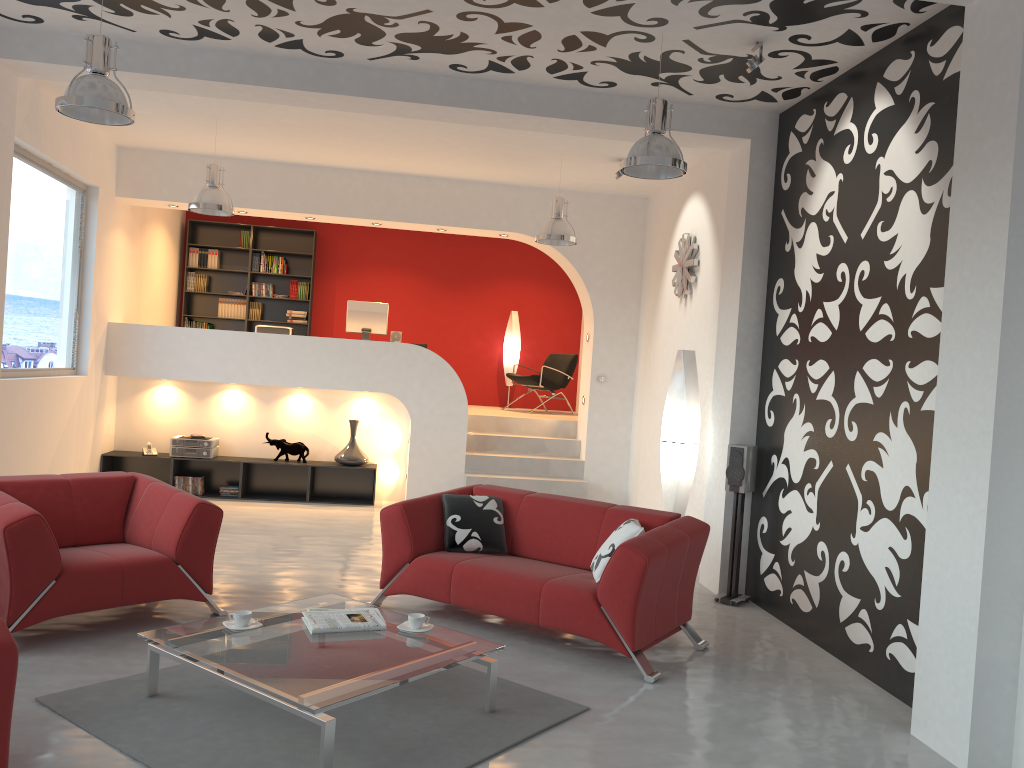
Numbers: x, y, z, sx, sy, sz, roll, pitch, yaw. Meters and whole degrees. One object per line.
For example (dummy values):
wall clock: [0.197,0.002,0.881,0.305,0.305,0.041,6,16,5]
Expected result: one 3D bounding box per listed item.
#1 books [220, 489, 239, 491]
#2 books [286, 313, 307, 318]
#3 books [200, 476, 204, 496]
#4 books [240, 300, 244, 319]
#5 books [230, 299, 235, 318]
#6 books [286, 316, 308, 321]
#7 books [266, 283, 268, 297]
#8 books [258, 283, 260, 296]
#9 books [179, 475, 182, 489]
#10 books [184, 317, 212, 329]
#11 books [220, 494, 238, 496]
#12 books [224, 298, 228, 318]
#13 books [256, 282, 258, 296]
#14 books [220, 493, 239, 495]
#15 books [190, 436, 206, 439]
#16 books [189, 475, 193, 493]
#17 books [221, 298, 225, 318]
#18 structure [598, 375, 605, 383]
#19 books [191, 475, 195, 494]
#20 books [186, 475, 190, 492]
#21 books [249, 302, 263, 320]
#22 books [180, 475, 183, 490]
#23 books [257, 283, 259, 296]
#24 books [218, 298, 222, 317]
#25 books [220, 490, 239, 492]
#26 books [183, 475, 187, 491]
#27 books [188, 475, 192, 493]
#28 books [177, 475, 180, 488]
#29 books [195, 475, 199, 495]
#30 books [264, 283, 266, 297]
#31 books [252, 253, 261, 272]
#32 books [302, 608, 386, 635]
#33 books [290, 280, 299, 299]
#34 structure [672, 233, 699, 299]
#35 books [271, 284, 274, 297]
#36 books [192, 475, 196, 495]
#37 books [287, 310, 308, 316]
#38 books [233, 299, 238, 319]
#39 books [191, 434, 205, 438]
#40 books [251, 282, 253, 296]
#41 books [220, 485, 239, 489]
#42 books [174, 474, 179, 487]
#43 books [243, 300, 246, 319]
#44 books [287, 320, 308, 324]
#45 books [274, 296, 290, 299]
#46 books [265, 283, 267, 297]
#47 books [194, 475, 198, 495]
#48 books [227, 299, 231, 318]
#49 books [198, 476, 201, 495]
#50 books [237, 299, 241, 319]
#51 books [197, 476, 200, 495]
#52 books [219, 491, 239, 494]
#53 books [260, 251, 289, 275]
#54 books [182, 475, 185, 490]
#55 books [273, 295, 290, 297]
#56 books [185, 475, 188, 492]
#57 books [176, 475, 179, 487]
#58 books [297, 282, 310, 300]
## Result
books: [-2.967,1.105,9.342,0.190,0.015,0.135,4,1,-8]
books: [-2.905,-0.919,11.975,0.260,0.040,0.200,4,1,-8]
books: [-3.237,1.061,9.260,0.031,0.190,0.135,4,1,-8]
books: [-3.607,-0.995,11.894,0.040,0.260,0.200,4,1,-8]
books: [-3.727,-1.003,11.878,0.040,0.260,0.200,4,1,-8]
books: [-2.903,-0.879,11.977,0.260,0.040,0.200,4,1,-8]
books: [-3.290,-1.256,11.951,0.031,0.190,0.135,4,1,-8]
books: [-3.394,-1.263,11.937,0.031,0.190,0.135,4,1,-8]
books: [-3.444,1.047,9.232,0.031,0.190,0.135,4,1,-8]
books: [-4.172,-0.728,11.813,0.341,0.286,0.231,4,1,-8]
books: [-2.970,1.165,9.350,0.190,0.015,0.135,4,1,-13]
books: [-3.807,-1.009,11.867,0.040,0.260,0.200,4,1,-8]
books: [-3.424,-1.265,11.933,0.031,0.190,0.135,4,1,-8]
books: [-2.963,1.151,9.350,0.190,0.015,0.135,4,1,-8]
books: [-3.289,0.563,9.286,0.135,0.015,0.190,3,1,-28]
books: [-3.340,1.054,9.246,0.031,0.190,0.135,4,1,-8]
books: [-3.847,-1.011,11.861,0.040,0.260,0.200,4,1,-8]
structure: [0.972,-0.054,9.631,0.080,0.080,0.016,4,1,-8]
books: [-3.326,1.055,9.248,0.031,0.190,0.135,4,1,-8]
books: [-3.370,1.052,9.242,0.031,0.190,0.135,4,1,-8]
books: [-3.444,-0.975,11.929,0.146,0.240,0.170,4,1,-8]
books: [-3.429,1.048,9.234,0.031,0.190,0.135,4,1,-8]
books: [-3.409,-1.264,11.935,0.031,0.190,0.135,4,1,-8]
books: [-3.887,-1.014,11.856,0.040,0.260,0.200,4,1,-8]
books: [-2.965,1.120,9.349,0.190,0.015,0.135,4,1,-8]
books: [-3.400,1.050,9.238,0.031,0.190,0.135,4,1,-8]
books: [-3.355,1.053,9.244,0.031,0.190,0.135,4,1,-8]
books: [-3.459,1.046,9.230,0.031,0.190,0.135,4,1,-8]
books: [-3.281,1.058,9.254,0.031,0.190,0.135,4,1,-8]
books: [-3.320,-1.258,11.947,0.031,0.190,0.135,4,1,-8]
books: [-3.429,-1.616,11.916,0.090,0.256,0.181,4,1,-8]
books: [-0.788,1.103,4.145,0.367,0.035,0.345,4,1,-18]
books: [-2.943,-1.266,11.990,0.090,0.256,0.181,4,1,-8]
structure: [1.580,-1.089,8.166,0.090,0.596,0.596,4,1,-8]
books: [-3.231,-1.253,11.959,0.031,0.190,0.135,4,1,-8]
books: [-3.311,1.056,9.250,0.031,0.190,0.135,4,1,-8]
books: [-2.891,-0.958,11.967,0.260,0.040,0.200,4,1,-8]
books: [-3.687,-1.001,11.883,0.040,0.260,0.200,4,1,-8]
books: [-3.293,0.547,9.295,0.135,0.015,0.190,4,1,-23]
books: [-3.483,-1.269,11.925,0.031,0.190,0.135,4,1,-8]
books: [-2.977,1.090,9.347,0.190,0.015,0.135,4,1,-13]
books: [-3.489,1.044,9.226,0.031,0.190,0.135,4,1,-8]
books: [-3.567,-0.993,11.900,0.040,0.260,0.200,4,1,-8]
books: [-2.888,-0.838,11.984,0.260,0.040,0.200,4,1,-6]
books: [-3.104,-1.171,11.979,0.190,0.015,0.135,4,1,-8]
books: [-3.305,-1.257,11.949,0.031,0.190,0.135,4,1,-8]
books: [-3.296,1.057,9.252,0.031,0.190,0.135,4,1,-8]
books: [-3.767,-1.006,11.872,0.040,0.260,0.200,4,1,-8]
books: [-3.251,1.060,9.258,0.031,0.190,0.135,4,1,-8]
books: [-3.647,-0.998,11.889,0.040,0.260,0.200,4,1,-8]
books: [-3.266,1.059,9.256,0.031,0.190,0.135,4,1,-8]
books: [-2.972,1.135,9.349,0.190,0.015,0.135,4,1,-3]
books: [-3.190,-1.615,11.925,0.341,0.286,0.231,4,1,-8]
books: [-3.415,1.049,9.236,0.031,0.190,0.135,4,1,-8]
books: [-3.113,-1.187,11.977,0.190,0.015,0.135,4,1,-3]
books: [-3.385,1.051,9.240,0.031,0.190,0.135,4,1,-8]
books: [-3.474,1.045,9.228,0.031,0.190,0.135,4,1,-8]
books: [-2.824,-1.250,12.006,0.146,0.240,0.170,4,1,-8]
